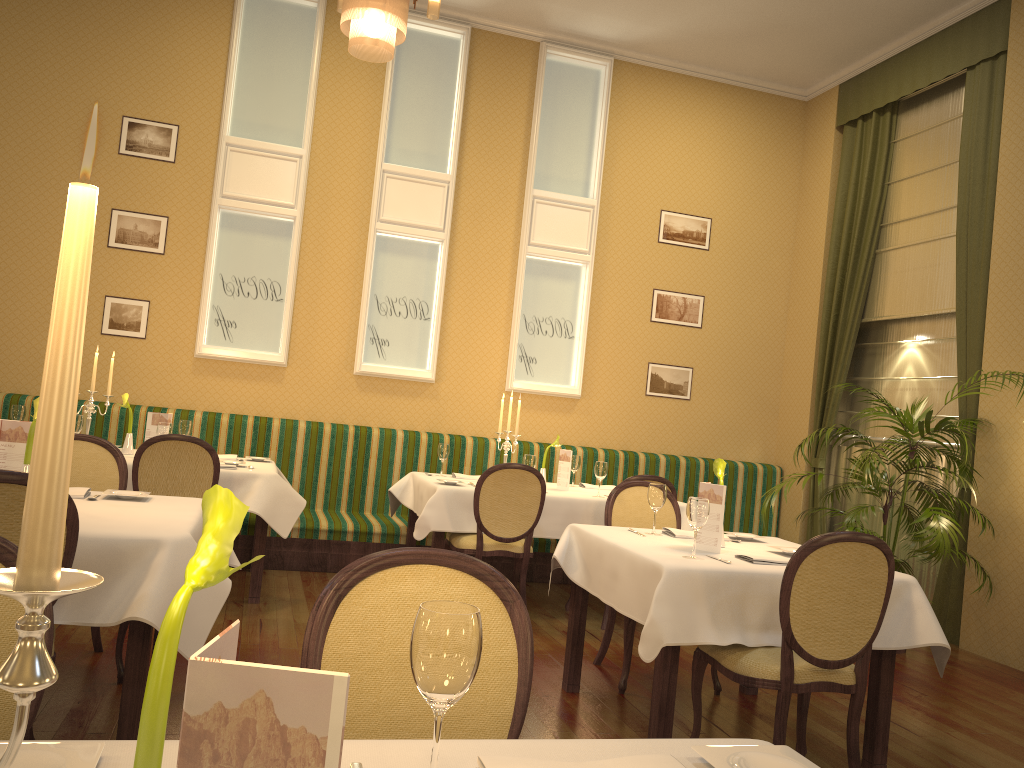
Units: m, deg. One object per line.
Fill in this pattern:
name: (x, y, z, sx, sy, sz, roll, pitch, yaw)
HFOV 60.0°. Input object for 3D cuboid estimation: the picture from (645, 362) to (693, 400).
picture: (1.394, -0.022, 7.849, 0.437, 0.294, 0.008, 6, -2, -16)

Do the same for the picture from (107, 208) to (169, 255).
picture: (-2.810, -1.144, 6.666, 0.401, 0.294, 0.008, 6, -2, -16)

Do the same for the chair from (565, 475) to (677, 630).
chair: (0.709, 1.027, 5.612, 0.530, 0.955, 0.571, 6, -2, -16)

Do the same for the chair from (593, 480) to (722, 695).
chair: (0.724, 0.985, 4.415, 0.530, 0.955, 0.571, 6, -2, -16)

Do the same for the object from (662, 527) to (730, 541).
object: (0.841, 0.688, 4.058, 0.273, 0.033, 0.142, 6, -2, -16)

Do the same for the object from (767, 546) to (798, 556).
object: (1.188, 0.715, 3.762, 0.160, 0.024, 0.160, 6, -2, -16)

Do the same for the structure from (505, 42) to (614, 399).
structure: (0.407, -1.390, 7.598, 0.670, 2.985, 0.200, 6, -2, -16)

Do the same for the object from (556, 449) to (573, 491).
object: (0.358, 0.590, 6.090, 0.081, 0.277, 0.166, 6, -2, 1)

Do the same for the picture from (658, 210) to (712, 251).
picture: (1.543, -1.370, 7.901, 0.504, 0.294, 0.008, 6, -2, -16)

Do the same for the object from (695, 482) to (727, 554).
object: (0.800, 0.546, 3.653, 0.081, 0.277, 0.166, 6, -2, -9)

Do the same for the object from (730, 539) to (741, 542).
object: (1.004, 0.713, 4.088, 0.038, 0.015, 0.181, 6, -2, -14)

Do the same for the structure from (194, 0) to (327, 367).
structure: (-1.952, -1.652, 6.932, 0.687, 2.985, 0.200, 6, -2, -16)

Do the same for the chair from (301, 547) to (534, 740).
chair: (-0.129, 0.791, 1.440, 0.530, 0.955, 0.571, 6, -2, -16)

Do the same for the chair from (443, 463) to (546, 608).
chair: (-0.106, 0.938, 5.417, 0.530, 0.955, 0.571, 6, -2, -16)

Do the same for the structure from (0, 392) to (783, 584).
structure: (-4.499, 0.473, 5.762, 14.516, 1.031, 0.850, 6, -2, -16)

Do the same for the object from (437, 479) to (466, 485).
object: (-0.387, 0.623, 5.581, 0.160, 0.024, 0.160, 6, -2, -16)

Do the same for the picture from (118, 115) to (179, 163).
picture: (-2.739, -1.845, 6.692, 0.401, 0.294, 0.008, 6, -2, -16)

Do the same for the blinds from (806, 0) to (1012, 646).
blinds: (2.972, -0.504, 6.829, 0.225, 4.537, 1.934, 6, -2, -17)

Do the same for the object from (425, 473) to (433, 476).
object: (-0.583, 0.630, 6.204, 0.038, 0.015, 0.181, 6, -2, -14)

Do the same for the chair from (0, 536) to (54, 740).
chair: (-0.851, 0.711, 1.246, 0.530, 0.955, 0.571, 8, -3, -41)

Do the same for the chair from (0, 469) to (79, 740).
chair: (-1.539, 0.687, 2.484, 0.530, 0.955, 0.571, 7, -3, -36)

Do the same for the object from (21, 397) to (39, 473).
object: (-1.665, 0.226, 3.079, 0.076, 0.375, 0.163, 7, -3, -39)

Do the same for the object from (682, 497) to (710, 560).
object: (0.700, 0.548, 3.371, 0.088, 0.229, 0.088, 4, -2, 32)

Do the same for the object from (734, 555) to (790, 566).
object: (1.030, 0.690, 3.479, 0.273, 0.024, 0.142, 6, -2, -16)

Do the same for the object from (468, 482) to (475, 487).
object: (-0.251, 0.644, 5.670, 0.038, 0.015, 0.181, 6, -2, -14)

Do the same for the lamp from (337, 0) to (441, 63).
lamp: (-0.510, -2.297, 3.800, 0.593, 1.796, 0.593, 6, -2, -18)

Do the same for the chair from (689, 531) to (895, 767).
chair: (1.014, 0.970, 3.207, 0.530, 0.955, 0.571, 6, -2, -16)

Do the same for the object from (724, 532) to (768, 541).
object: (1.090, 0.720, 4.160, 0.160, 0.024, 0.160, 6, -2, -16)

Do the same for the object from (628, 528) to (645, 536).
object: (0.562, 0.666, 3.983, 0.017, 0.010, 0.185, 6, -2, -14)

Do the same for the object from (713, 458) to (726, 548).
object: (0.899, 0.512, 3.853, 0.076, 0.375, 0.163, 6, -2, 6)

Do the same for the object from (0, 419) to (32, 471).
object: (-1.798, 0.265, 3.130, 0.081, 0.277, 0.166, 5, -2, 31)

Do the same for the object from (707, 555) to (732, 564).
object: (0.787, 0.668, 3.397, 0.017, 0.010, 0.185, 6, -2, -16)

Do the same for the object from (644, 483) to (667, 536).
object: (0.651, 0.567, 4.017, 0.088, 0.229, 0.088, 4, -2, 32)

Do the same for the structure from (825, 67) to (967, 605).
structure: (3.079, -0.479, 6.861, 0.123, 4.511, 1.942, 6, -2, -16)

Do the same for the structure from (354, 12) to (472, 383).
structure: (-0.808, -1.525, 7.255, 0.661, 2.985, 0.200, 6, -2, -16)

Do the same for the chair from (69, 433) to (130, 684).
chair: (-1.850, 0.700, 3.691, 0.530, 0.955, 0.571, 7, -2, -26)

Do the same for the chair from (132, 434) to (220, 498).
chair: (-1.882, 0.741, 4.913, 0.530, 0.955, 0.571, 6, -2, -16)

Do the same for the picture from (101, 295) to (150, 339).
picture: (-2.892, -0.498, 6.638, 0.313, 0.294, 0.008, 6, -2, -16)

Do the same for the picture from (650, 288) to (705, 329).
picture: (1.472, -0.669, 7.876, 0.504, 0.294, 0.008, 6, -2, -16)
